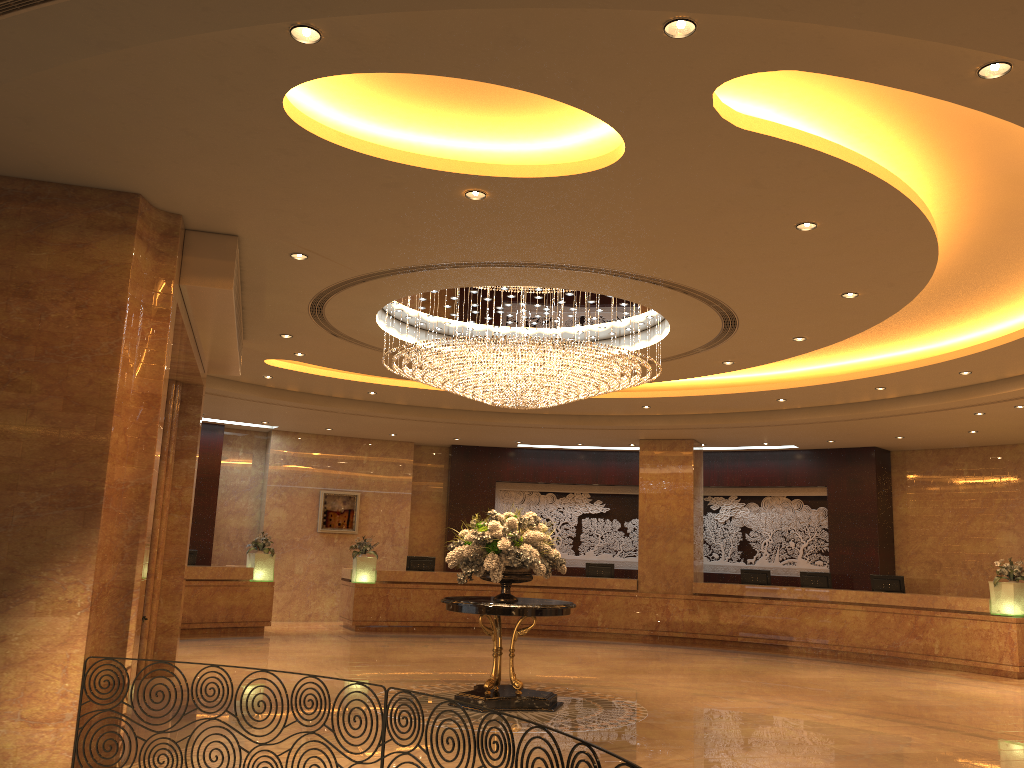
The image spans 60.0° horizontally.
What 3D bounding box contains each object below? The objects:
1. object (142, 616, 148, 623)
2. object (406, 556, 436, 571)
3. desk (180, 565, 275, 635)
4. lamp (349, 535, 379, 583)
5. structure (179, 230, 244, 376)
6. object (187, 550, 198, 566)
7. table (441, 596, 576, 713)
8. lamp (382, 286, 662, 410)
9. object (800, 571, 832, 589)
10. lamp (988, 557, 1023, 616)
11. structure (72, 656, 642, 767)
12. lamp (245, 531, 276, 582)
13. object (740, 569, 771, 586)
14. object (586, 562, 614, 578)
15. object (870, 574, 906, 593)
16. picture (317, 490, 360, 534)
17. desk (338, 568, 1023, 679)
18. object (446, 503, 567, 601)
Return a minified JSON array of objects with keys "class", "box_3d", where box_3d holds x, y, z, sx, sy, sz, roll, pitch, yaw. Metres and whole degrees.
[{"class":"object","box_3d":[-4.605,2.063,9.472,1.250,2.363,0.843,10,-13,-34]},{"class":"object","box_3d":[-1.881,3.796,18.230,0.531,0.500,0.430,-2,-11,21]},{"class":"desk","box_3d":[-6.430,3.655,15.031,1.570,1.155,5.227,-6,-14,38]},{"class":"lamp","box_3d":[-2.929,3.453,17.516,0.577,0.925,0.542,5,-11,-13]},{"class":"structure","box_3d":[-3.109,-0.697,9.391,0.425,0.483,4.113,5,-11,-15]},{"class":"object","box_3d":[-6.075,3.191,15.779,0.918,0.500,0.397,9,-13,-33]},{"class":"table","box_3d":[-0.058,2.915,9.664,1.493,1.089,1.493,6,-11,-22]},{"class":"lamp","box_3d":[0.118,-0.310,10.288,3.206,1.196,3.204,-2,-11,21]},{"class":"object","box_3d":[5.739,3.801,16.736,0.430,0.500,0.531,5,-11,-13]},{"class":"lamp","box_3d":[7.829,3.152,13.839,0.532,0.897,0.606,10,-13,-36]},{"class":"structure","box_3d":[-1.204,1.710,2.208,3.815,0.995,7.624,2,-11,3]},{"class":"lamp","box_3d":[-4.700,3.198,16.519,0.570,0.923,0.580,6,-11,-19]},{"class":"object","box_3d":[4.776,3.884,17.369,0.430,0.500,0.531,6,-11,-19]},{"class":"object","box_3d":[1.823,3.969,18.411,0.430,0.500,0.531,12,-15,-43]},{"class":"object","box_3d":[6.730,3.677,15.875,0.430,0.500,0.531,4,-11,-8]},{"class":"picture","box_3d":[-3.764,2.792,19.318,0.875,0.890,0.068,7,-12,-24]},{"class":"desk","box_3d":[2.862,4.352,16.874,12.951,1.155,3.466,-1,-11,19]},{"class":"object","box_3d":[-0.046,1.895,9.880,1.277,0.999,1.318,-1,-11,15]}]
